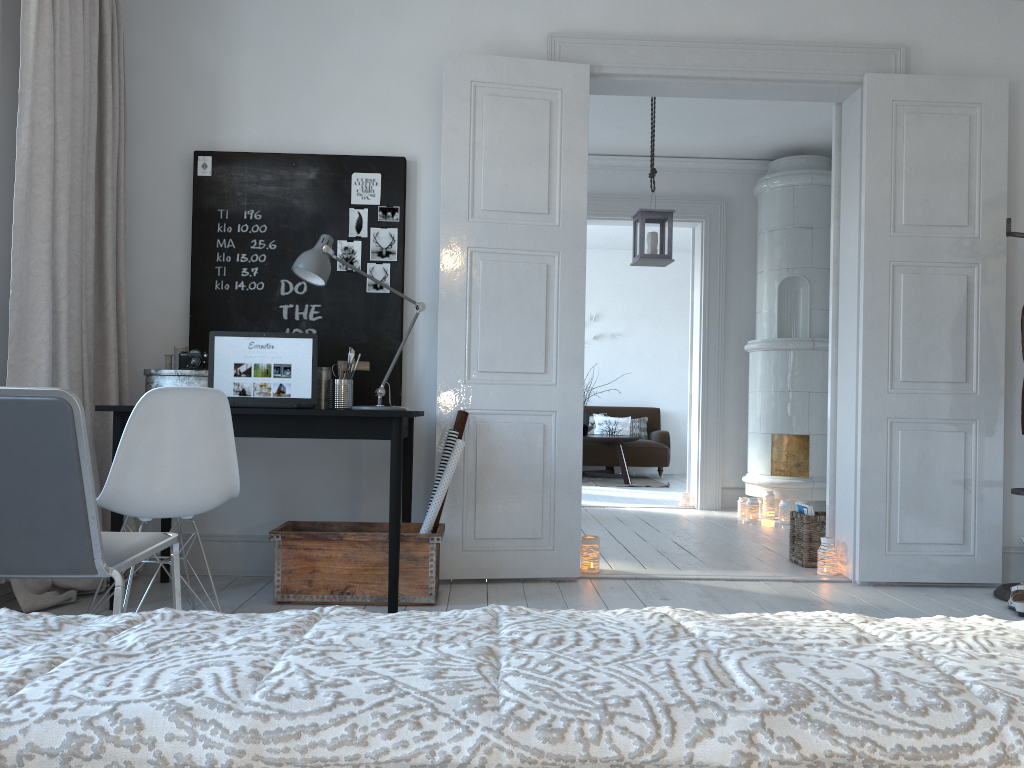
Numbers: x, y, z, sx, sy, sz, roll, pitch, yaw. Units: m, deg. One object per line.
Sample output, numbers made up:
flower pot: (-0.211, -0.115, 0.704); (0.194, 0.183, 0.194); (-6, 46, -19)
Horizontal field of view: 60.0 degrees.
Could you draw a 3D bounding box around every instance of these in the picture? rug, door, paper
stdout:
rug: (0.773, 1.044, 9.839); (1.710, 0.055, 1.456); (1, -2, -1)
door: (0.962, -0.336, 4.224); (2.598, 2.505, 0.578); (1, -1, -2)
paper: (-0.329, 0.539, 3.638); (0.283, 0.626, 0.041); (1, -1, -24)
door: (0.862, -0.252, 7.237); (2.598, 2.505, 0.578); (1, -1, -2)
paper: (-0.306, 0.483, 3.768); (0.048, 0.746, 0.297); (1, -1, 43)
paper: (-0.331, 0.523, 3.697); (0.043, 0.669, 0.266); (1, -1, 43)

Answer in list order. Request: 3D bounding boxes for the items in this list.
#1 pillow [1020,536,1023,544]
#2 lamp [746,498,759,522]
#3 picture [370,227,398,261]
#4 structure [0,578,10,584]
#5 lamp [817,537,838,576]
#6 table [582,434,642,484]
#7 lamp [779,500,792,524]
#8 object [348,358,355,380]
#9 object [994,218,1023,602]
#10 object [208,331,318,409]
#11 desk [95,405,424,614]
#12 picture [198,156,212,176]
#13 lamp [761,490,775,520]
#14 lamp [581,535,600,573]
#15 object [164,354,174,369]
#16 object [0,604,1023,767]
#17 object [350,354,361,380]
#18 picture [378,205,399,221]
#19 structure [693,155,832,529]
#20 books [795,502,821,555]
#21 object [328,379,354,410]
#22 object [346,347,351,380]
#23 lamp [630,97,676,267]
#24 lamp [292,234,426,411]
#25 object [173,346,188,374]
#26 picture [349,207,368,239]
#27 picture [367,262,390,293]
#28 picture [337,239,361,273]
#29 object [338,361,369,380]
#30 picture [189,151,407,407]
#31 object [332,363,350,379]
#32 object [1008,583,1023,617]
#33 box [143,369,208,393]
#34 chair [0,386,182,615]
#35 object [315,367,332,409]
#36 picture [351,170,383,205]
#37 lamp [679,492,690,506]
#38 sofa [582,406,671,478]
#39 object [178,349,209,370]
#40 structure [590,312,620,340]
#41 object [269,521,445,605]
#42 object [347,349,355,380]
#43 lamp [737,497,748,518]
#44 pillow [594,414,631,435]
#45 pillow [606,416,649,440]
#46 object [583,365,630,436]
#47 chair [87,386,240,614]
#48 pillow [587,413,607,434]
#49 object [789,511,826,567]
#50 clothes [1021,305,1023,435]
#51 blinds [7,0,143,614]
pillow: (2.518, 0.781, 3.998); (0.317, 0.314, 0.273); (1, -1, -1)
lamp: (1.739, 0.908, 6.408); (0.089, 0.166, 0.089); (1, -1, 0)
picture: (-0.579, -0.634, 4.005); (0.121, 0.152, 0.002); (1, -1, -2)
structure: (-1.905, 0.431, 2.605); (0.195, 0.547, 1.506); (1, -2, -2)
lamp: (1.513, 0.828, 4.254); (0.093, 0.179, 0.093); (1, -1, -19)
table: (0.777, 0.819, 9.815); (1.300, 0.503, 1.300); (1, -2, -12)
lamp: (1.943, 0.909, 6.300); (0.089, 0.166, 0.089); (1, -1, -3)
object: (-0.701, -0.002, 3.794); (0.009, 0.222, 0.082); (1, -1, 27)
object: (2.301, 0.100, 3.822); (0.374, 1.658, 0.374); (1, -1, 6)
object: (-1.023, -0.061, 3.504); (0.445, 0.315, 0.325); (1, -1, -2)
desk: (-0.966, 0.478, 3.587); (1.159, 0.759, 0.651); (1, -1, -2)
picture: (-1.381, -0.980, 3.983); (0.061, 0.088, 0.004); (1, -1, -5)
lamp: (1.893, 0.893, 6.546); (0.098, 0.210, 0.098); (1, -1, 3)
lamp: (0.372, 0.807, 4.205); (0.089, 0.166, 0.089); (1, -1, -9)
object: (-1.468, -0.092, 3.790); (0.040, 0.069, 0.040); (1, -1, -14)
object: (0.132, 0.234, 0.697); (1.460, 0.104, 0.405); (1, -2, -2)
object: (-0.689, -0.011, 3.790); (0.084, 0.240, 0.009); (1, -1, -25)
picture: (-0.557, -0.772, 4.008); (0.095, 0.071, 0.001); (1, -1, -2)
structure: (2.062, -0.322, 6.735); (0.800, 2.827, 1.248); (1, -1, 43)
books: (1.604, 0.774, 4.623); (0.201, 0.300, 0.179); (1, -1, -2)
object: (-0.731, 0.046, 3.787); (0.108, 0.128, 0.108); (1, -1, 13)
object: (-0.709, -0.027, 3.804); (0.008, 0.267, 0.060); (1, -1, 15)
lamp: (0.897, -1.637, 5.580); (0.228, 1.761, 0.228); (1, -1, -5)
lamp: (-0.636, -0.246, 3.727); (0.617, 0.716, 0.230); (2, -1, -31)
object: (-1.411, -0.097, 3.726); (0.056, 0.130, 0.167); (1, -1, -3)
picture: (-0.693, -0.728, 4.003); (0.083, 0.146, 0.002); (1, -1, -2)
picture: (-0.603, -0.481, 4.003); (0.103, 0.136, 0.001); (1, -1, -2)
picture: (-0.734, -0.577, 3.999); (0.107, 0.150, 0.001); (1, -1, -2)
object: (-0.686, 0.005, 3.843); (0.138, 0.209, 0.034); (2, -1, -22)
picture: (-0.970, -0.455, 4.021); (0.953, 1.172, 0.064); (1, -1, -2)
object: (-0.741, 0.006, 3.798); (0.081, 0.198, 0.050); (1, -1, 23)
object: (2.058, 0.855, 3.581); (0.099, 0.126, 0.272); (1, -2, 31)
box: (-1.379, 0.019, 3.750); (0.317, 0.152, 0.193); (1, -1, -2)
chair: (-1.030, 0.409, 1.894); (0.562, 0.797, 0.525); (1, -1, -2)
object: (-0.822, 0.022, 3.856); (0.079, 0.188, 0.079); (1, -1, -23)
picture: (-0.657, -0.888, 4.005); (0.147, 0.154, 0.004); (1, -1, -2)
lamp: (1.412, 0.945, 7.257); (0.093, 0.110, 0.093); (1, -1, 15)
sofa: (0.761, 0.669, 10.606); (2.165, 0.824, 0.969); (1, -1, -2)
object: (-1.314, -0.102, 3.662); (0.137, 0.087, 0.073); (1, -1, -2)
structure: (0.832, -0.658, 11.085); (1.025, 0.478, 0.085); (1, -1, -2)
object: (-0.614, 0.723, 3.596); (0.664, 0.282, 0.339); (1, -1, -2)
object: (-0.704, -0.024, 3.804); (0.012, 0.264, 0.062); (1, -1, 40)
lamp: (1.732, 0.924, 6.639); (0.084, 0.146, 0.084); (1, -1, 3)
pillow: (1.196, 0.513, 10.615); (0.471, 0.309, 0.188); (1, -1, -1)
pillow: (1.393, 0.533, 10.733); (0.542, 0.288, 0.183); (1, -1, -1)
object: (0.904, 0.039, 9.764); (0.846, 1.066, 0.525); (2, -1, -31)
chair: (-1.162, 0.422, 2.941); (0.474, 0.824, 0.554); (2, -1, -37)
pillow: (0.902, 0.518, 10.681); (0.473, 0.347, 0.158); (1, -1, -4)
object: (1.616, 0.807, 4.623); (0.270, 0.265, 0.224); (1, -1, -2)
clothes: (2.290, -0.143, 3.754); (0.237, 0.770, 0.211); (1, -1, 31)
blinds: (-1.679, -0.485, 3.509); (0.225, 2.647, 0.831); (1, -1, -2)
